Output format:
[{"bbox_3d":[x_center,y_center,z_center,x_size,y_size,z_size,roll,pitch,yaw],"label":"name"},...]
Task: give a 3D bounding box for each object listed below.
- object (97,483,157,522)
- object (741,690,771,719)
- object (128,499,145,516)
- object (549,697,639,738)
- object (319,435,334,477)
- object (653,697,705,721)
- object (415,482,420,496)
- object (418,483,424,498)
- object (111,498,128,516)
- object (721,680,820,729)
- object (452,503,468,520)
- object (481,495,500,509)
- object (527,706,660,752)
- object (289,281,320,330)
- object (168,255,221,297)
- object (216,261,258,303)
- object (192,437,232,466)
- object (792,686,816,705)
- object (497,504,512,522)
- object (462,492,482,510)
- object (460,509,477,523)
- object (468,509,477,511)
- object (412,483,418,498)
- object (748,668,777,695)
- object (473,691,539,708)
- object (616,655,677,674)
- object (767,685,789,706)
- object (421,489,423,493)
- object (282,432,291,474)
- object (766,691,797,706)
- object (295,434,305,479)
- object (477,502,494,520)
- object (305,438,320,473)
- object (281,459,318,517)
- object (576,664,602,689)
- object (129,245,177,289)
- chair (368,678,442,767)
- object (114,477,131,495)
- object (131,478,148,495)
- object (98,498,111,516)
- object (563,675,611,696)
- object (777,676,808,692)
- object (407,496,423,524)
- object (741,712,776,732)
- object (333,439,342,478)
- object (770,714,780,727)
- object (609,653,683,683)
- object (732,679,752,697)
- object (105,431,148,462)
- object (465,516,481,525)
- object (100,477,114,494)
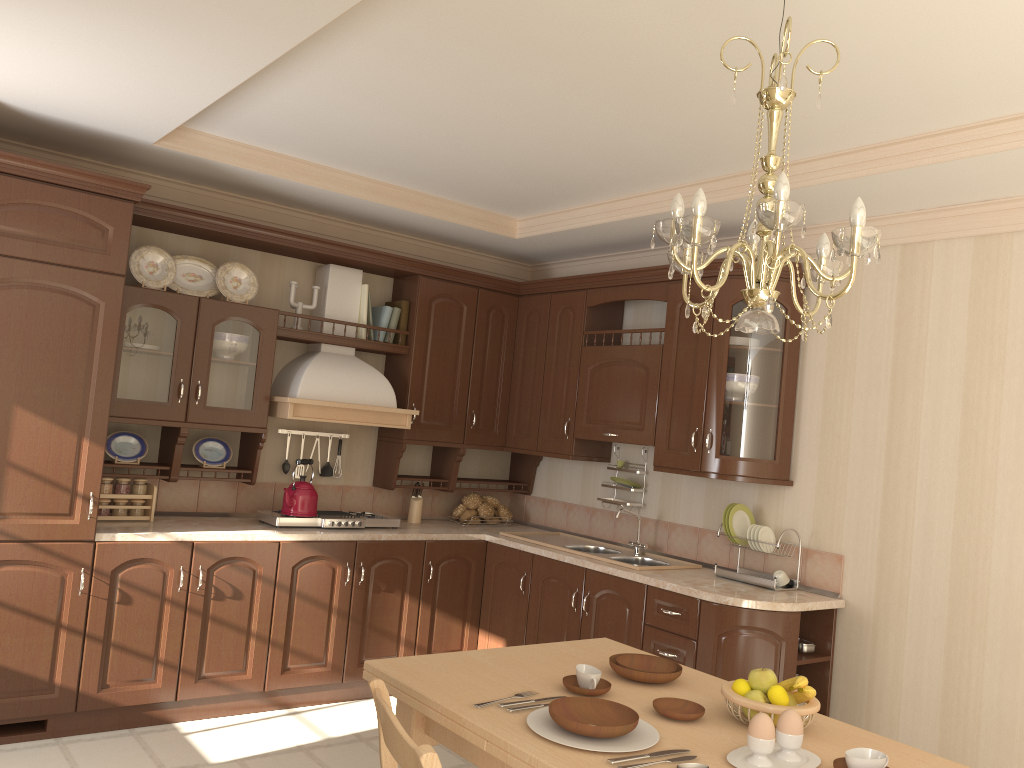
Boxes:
[{"bbox_3d":[-1.829,0.549,4.139,0.276,0.170,0.140,8,-4,-42],"label":"object"},{"bbox_3d":[0.591,0.778,2.141,0.072,0.076,0.074,4,-3,28],"label":"object"},{"bbox_3d":[-1.772,0.585,4.190,0.068,0.088,0.068,7,-3,-21],"label":"object"},{"bbox_3d":[0.182,0.757,1.997,0.204,0.042,0.204,8,-3,-37],"label":"object"},{"bbox_3d":[-1.026,0.401,4.944,0.088,0.236,0.028,8,-3,-37],"label":"object"},{"bbox_3d":[0.405,0.797,2.160,0.127,0.026,0.126,5,-3,18],"label":"object"},{"bbox_3d":[-0.567,0.668,5.189,0.027,0.191,0.052,5,-3,8],"label":"object"},{"bbox_3d":[-0.539,0.675,5.171,0.027,0.198,0.053,3,-3,36],"label":"object"},{"bbox_3d":[-1.829,0.577,4.138,0.068,0.088,0.068,7,-3,-21],"label":"object"},{"bbox_3d":[0.631,0.795,2.177,0.235,0.068,0.235,5,-3,10],"label":"object"},{"bbox_3d":[-0.311,0.770,5.340,0.092,0.109,0.123,4,-3,20],"label":"object"},{"bbox_3d":[-0.139,0.721,5.436,0.112,0.078,0.125,8,-4,-43],"label":"object"},{"bbox_3d":[0.181,0.775,1.995,0.299,0.009,0.299,8,-4,-39],"label":"object"},{"bbox_3d":[-1.130,-0.404,4.664,0.174,0.248,0.163,5,-3,15],"label":"object"},{"bbox_3d":[-1.569,-0.531,4.359,0.342,0.209,0.073,7,-3,-36],"label":"object"},{"bbox_3d":[-1.375,-0.511,4.436,0.220,0.210,0.068,8,-4,-39],"label":"object"},{"bbox_3d":[-1.497,0.338,4.436,0.202,0.143,0.071,8,-4,-39],"label":"object"},{"bbox_3d":[0.696,0.766,2.161,0.064,0.094,0.176,5,-3,-1],"label":"object"},{"bbox_3d":[-0.046,0.791,5.426,0.097,0.106,0.117,5,-3,8],"label":"object"},{"bbox_3d":[-0.239,0.705,5.337,0.118,0.105,0.100,8,-4,-43],"label":"object"},{"bbox_3d":[-0.260,0.791,5.291,0.104,0.092,0.114,5,-3,10],"label":"object"},{"bbox_3d":[-0.230,0.752,5.413,0.110,0.092,0.113,5,-3,15],"label":"object"},{"bbox_3d":[-0.574,0.676,5.159,0.027,0.198,0.053,3,-3,36],"label":"object"},{"bbox_3d":[0.617,0.732,2.183,0.068,0.061,0.069,6,-3,-21],"label":"object"},{"bbox_3d":[-0.013,0.768,2.163,0.028,0.004,0.218,3,-4,43],"label":"object"},{"bbox_3d":[0.374,0.797,2.479,0.168,0.034,0.168,7,-3,-26],"label":"object"},{"bbox_3d":[0.638,0.749,2.124,0.051,0.053,0.045,3,-4,41],"label":"object"},{"bbox_3d":[-0.542,0.667,5.209,0.022,0.159,0.050,4,-3,22],"label":"object"},{"bbox_3d":[-1.211,0.372,4.784,0.048,0.231,0.015,7,-3,-36],"label":"object"},{"bbox_3d":[0.659,0.786,2.173,0.076,0.065,0.077,4,-3,29],"label":"object"},{"bbox_3d":[-1.148,0.393,4.836,0.051,0.245,0.003,8,-3,-37],"label":"object"},{"bbox_3d":[-0.159,0.764,5.340,0.110,0.102,0.115,6,-3,-9],"label":"object"},{"bbox_3d":[-1.086,0.394,4.882,0.089,0.195,0.005,8,-3,-37],"label":"object"},{"bbox_3d":[-1.062,0.521,4.486,0.181,0.282,0.227,6,-3,-14],"label":"object"},{"bbox_3d":[0.196,0.766,2.285,0.063,0.055,0.119,6,-3,-8],"label":"object"},{"bbox_3d":[-1.695,-0.553,4.190,0.220,0.210,0.068,8,-4,-39],"label":"object"},{"bbox_3d":[-0.067,1.108,1.897,0.517,0.846,0.462,6,-3,-21],"label":"chair"},{"bbox_3d":[-1.820,0.477,4.142,0.068,0.088,0.068,7,-3,-21],"label":"object"},{"bbox_3d":[-1.762,0.485,4.195,0.068,0.088,0.068,7,-3,-21],"label":"object"},{"bbox_3d":[-1.887,0.569,4.085,0.068,0.088,0.068,7,-3,-21],"label":"object"},{"bbox_3d":[0.193,0.783,2.291,0.126,0.026,0.127,6,-3,-10],"label":"object"},{"bbox_3d":[0.683,0.748,2.175,0.066,0.085,0.184,5,-3,0],"label":"object"},{"bbox_3d":[-0.560,0.730,5.165,0.078,0.148,0.151,5,-3,0],"label":"object"},{"bbox_3d":[0.628,0.826,2.176,0.128,0.011,0.128,5,-3,4],"label":"object"},{"bbox_3d":[-0.972,0.419,4.970,0.049,0.219,0.049,4,-3,30],"label":"object"},{"bbox_3d":[0.642,0.797,2.114,0.055,0.046,0.046,6,-3,-4],"label":"object"},{"bbox_3d":[0.372,0.801,2.479,0.204,0.042,0.204,5,-3,2],"label":"object"},{"bbox_3d":[0.569,0.755,2.194,0.045,0.047,0.055,6,-3,-5],"label":"object"},{"bbox_3d":[-1.822,0.295,4.189,0.202,0.143,0.071,8,-4,-39],"label":"object"},{"bbox_3d":[-0.243,0.814,5.332,0.119,0.058,0.114,5,-3,18],"label":"object"},{"bbox_3d":[-1.878,0.469,4.090,0.068,0.088,0.068,7,-3,-21],"label":"object"}]
